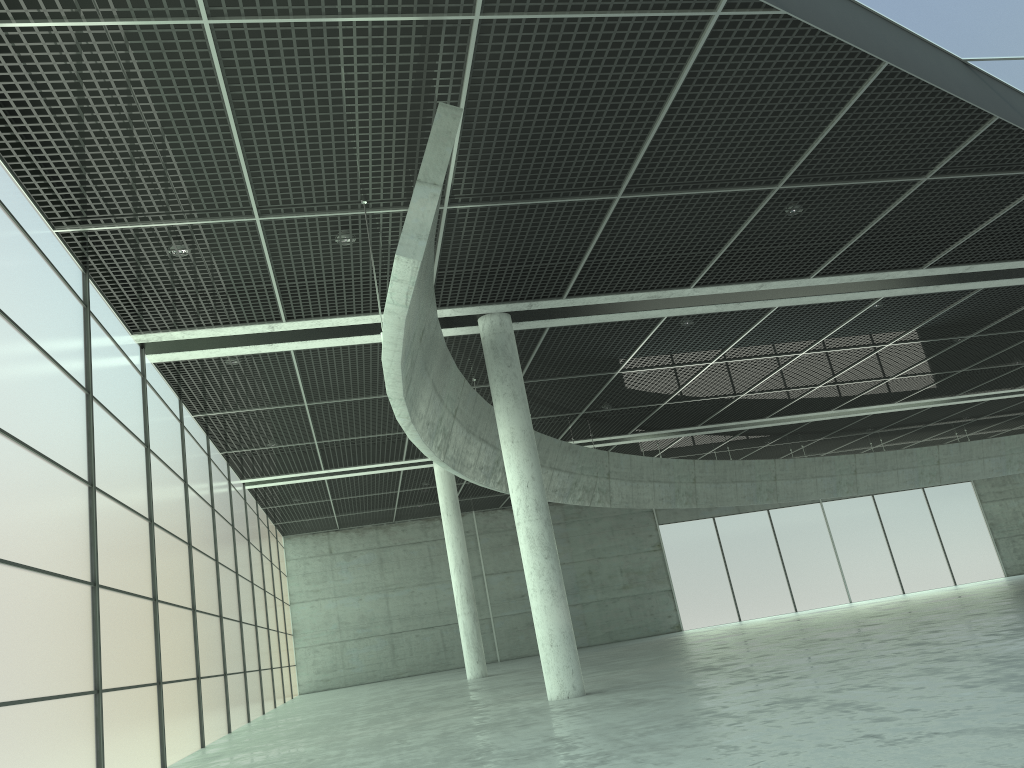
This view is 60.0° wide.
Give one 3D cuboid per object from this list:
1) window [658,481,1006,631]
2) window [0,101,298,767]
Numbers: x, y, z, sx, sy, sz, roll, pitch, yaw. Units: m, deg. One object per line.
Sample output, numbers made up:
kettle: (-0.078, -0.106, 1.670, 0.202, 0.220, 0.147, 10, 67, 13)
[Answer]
window: (30.539, 17.621, 83.714, 33.409, 10.656, 0.160, -6, -17, -12)
window: (37.494, -0.786, 37.755, 100.427, 16.071, 99.983, -7, -17, -11)
